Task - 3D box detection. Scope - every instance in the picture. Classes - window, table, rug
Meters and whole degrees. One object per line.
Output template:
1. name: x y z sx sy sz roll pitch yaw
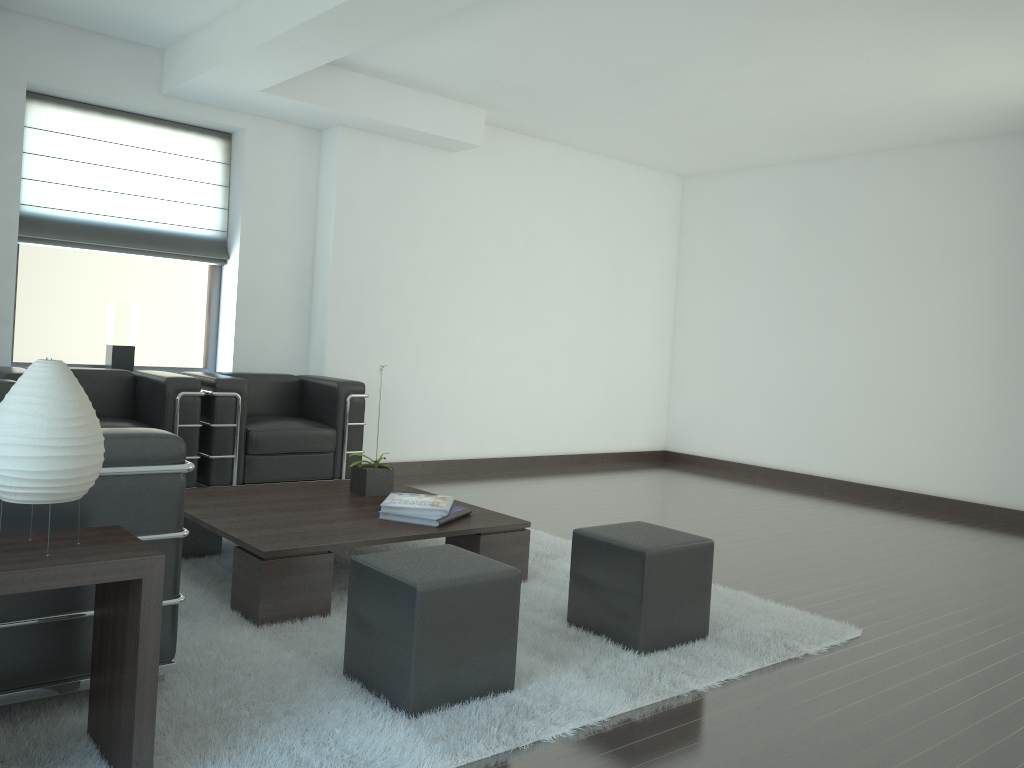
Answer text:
1. window: -4.099 -1.457 9.299 2.130 2.731 0.146 2 1 -40
2. table: -1.682 0.981 2.989 0.785 0.844 0.527 2 2 -40
3. table: -1.240 1.060 6.102 1.919 0.441 1.939 2 3 -40
4. rug: -1.802 1.214 6.101 5.165 0.110 6.261 1 3 -40

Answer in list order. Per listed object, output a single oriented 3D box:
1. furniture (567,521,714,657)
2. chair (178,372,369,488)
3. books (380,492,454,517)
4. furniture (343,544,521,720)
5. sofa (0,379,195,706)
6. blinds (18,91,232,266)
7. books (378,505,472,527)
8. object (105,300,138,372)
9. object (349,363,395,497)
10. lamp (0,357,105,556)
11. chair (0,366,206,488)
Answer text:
1. furniture: 0.735 1.146 5.096 0.602 0.579 0.589 2 2 -40
2. chair: -2.421 0.498 8.876 1.645 1.170 1.125 2 2 -40
3. books: -0.633 0.813 6.006 0.446 0.045 0.519 4 3 0
4. furniture: -0.377 1.118 4.148 0.602 0.579 0.589 2 2 -40
5. sofa: -2.891 0.652 4.784 1.122 1.169 3.481 2 3 -40
6. blinds: -3.948 -2.070 9.165 2.121 1.476 0.222 2 2 -40
7. books: -0.574 0.865 5.941 0.446 0.045 0.518 5 3 20
8. object: -3.990 -0.459 9.048 0.243 0.776 0.239 3 1 -40
9. object: -1.033 0.331 6.660 0.335 0.992 0.252 3 1 -40
10. lamp: -1.595 0.237 3.024 0.374 0.654 0.375 3 1 -36
11. chair: -3.708 0.466 7.791 1.645 1.170 1.125 2 2 -40
